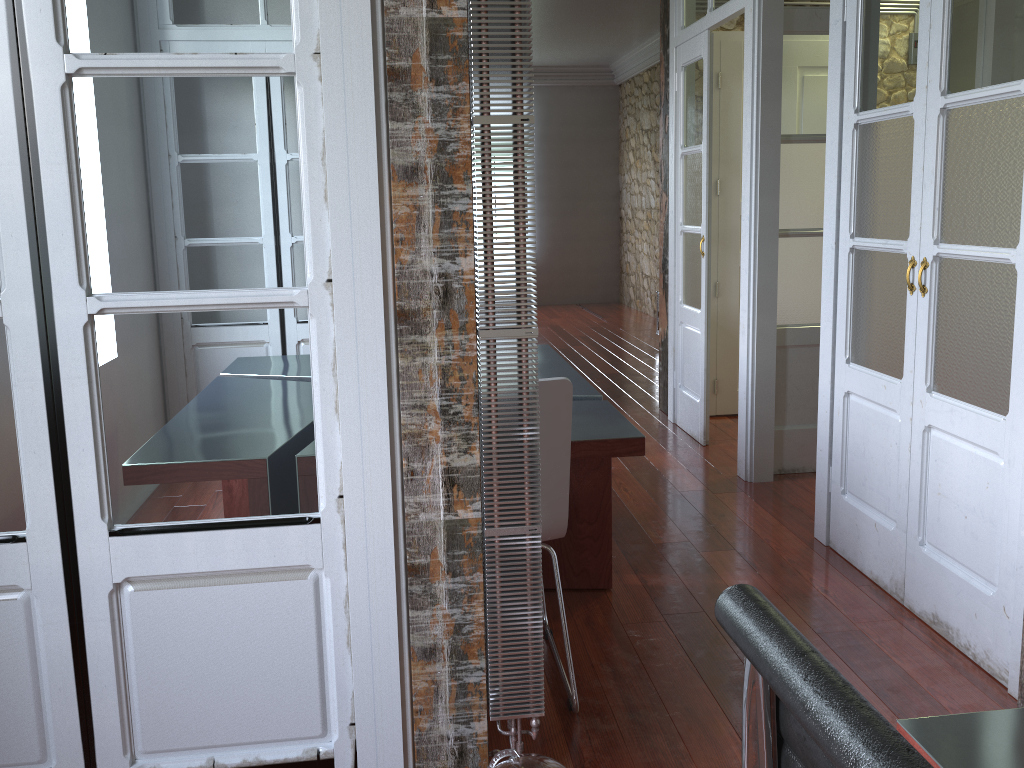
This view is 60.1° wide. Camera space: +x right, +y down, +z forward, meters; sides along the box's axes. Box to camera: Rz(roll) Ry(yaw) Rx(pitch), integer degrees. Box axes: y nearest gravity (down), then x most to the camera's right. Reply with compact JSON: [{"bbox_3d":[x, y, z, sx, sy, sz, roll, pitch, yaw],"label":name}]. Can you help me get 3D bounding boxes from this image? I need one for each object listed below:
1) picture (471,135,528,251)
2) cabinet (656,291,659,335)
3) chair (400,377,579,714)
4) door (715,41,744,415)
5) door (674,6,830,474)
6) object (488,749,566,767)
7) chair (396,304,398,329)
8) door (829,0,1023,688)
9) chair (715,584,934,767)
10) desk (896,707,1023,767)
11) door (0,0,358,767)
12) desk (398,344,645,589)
[{"bbox_3d":[-0.592,-2.609,11.098,1.580,1.972,0.128,-2,9,-7],"label":"picture"},{"bbox_3d":[1.642,-0.467,7.424,0.488,0.506,1.436,-2,11,-7],"label":"cabinet"},{"bbox_3d":[-0.092,0.388,2.434,0.475,0.912,0.607,-2,10,-7],"label":"chair"},{"bbox_3d":[1.646,-0.919,5.346,0.869,2.200,0.146,-2,9,-7],"label":"door"},{"bbox_3d":[1.089,-0.714,4.557,0.483,2.164,1.194,-7,11,-32],"label":"door"},{"bbox_3d":[0.033,0.889,1.691,0.221,0.380,0.236,-6,11,-28],"label":"object"},{"bbox_3d":[-0.597,0.070,4.040,0.475,0.912,0.607,-2,10,-7],"label":"chair"},{"bbox_3d":[1.273,-0.346,2.736,0.041,2.161,1.066,-2,9,-7],"label":"door"},{"bbox_3d":[0.501,0.685,0.659,0.699,1.014,0.671,-2,9,-3],"label":"chair"},{"bbox_3d":[1.775,0.816,0.587,2.507,0.722,1.312,-3,11,-7],"label":"desk"},{"bbox_3d":[-0.859,-0.075,1.654,1.160,2.164,0.041,-2,9,-7],"label":"door"},{"bbox_3d":[-0.430,0.335,3.356,1.446,0.648,1.728,-3,11,-7],"label":"desk"}]
